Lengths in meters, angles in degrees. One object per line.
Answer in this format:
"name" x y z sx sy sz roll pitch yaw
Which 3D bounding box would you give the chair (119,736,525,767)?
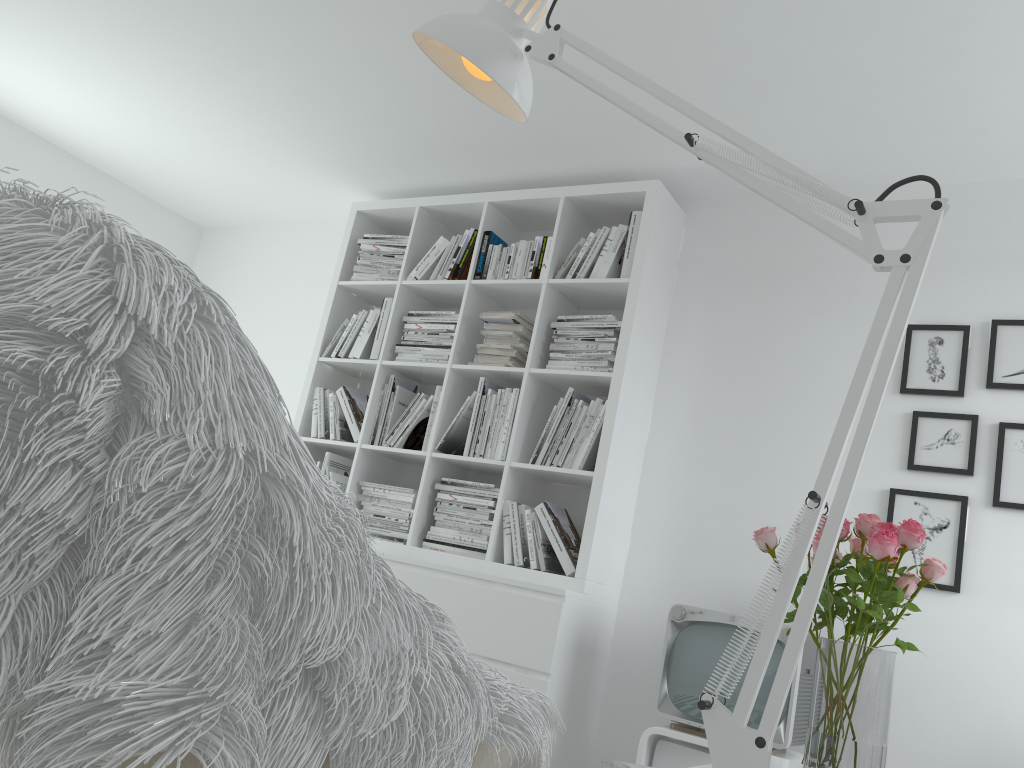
"chair" -0.382 0.437 0.815 0.719 0.941 0.776 10 -13 8

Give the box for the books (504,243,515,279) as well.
"books" 0.016 -0.494 3.758 0.018 0.171 0.109 4 -15 32

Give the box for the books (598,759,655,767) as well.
"books" 0.301 0.653 1.406 0.231 0.040 0.342 15 -13 -14

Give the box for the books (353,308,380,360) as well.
"books" -0.608 -0.202 4.050 0.105 0.242 0.174 4 -15 32

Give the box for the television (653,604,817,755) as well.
"television" 0.702 0.919 2.772 0.414 0.374 0.273 4 -15 32

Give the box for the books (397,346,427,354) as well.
"books" -0.335 -0.117 3.906 0.296 0.028 0.180 5 -14 28

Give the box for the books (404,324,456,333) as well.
"books" -0.318 -0.224 3.929 0.273 0.021 0.174 4 -15 32

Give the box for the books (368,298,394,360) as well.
"books" -0.542 -0.223 4.007 0.053 0.290 0.176 4 -15 32

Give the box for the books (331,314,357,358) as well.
"books" -0.731 -0.197 4.127 0.101 0.218 0.161 4 -15 32

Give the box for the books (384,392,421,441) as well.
"books" -0.431 0.163 3.853 0.138 0.226 0.161 4 -15 32

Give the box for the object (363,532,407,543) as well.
"object" -0.520 0.650 3.730 0.285 0.012 0.159 4 -15 32

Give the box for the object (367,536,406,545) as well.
"object" -0.508 0.664 3.722 0.254 0.012 0.161 4 -15 32

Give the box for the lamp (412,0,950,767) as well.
"lamp" 0.020 0.258 0.656 0.527 1.373 0.196 2 -16 37

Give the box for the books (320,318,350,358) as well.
"books" -0.778 -0.184 4.145 0.127 0.210 0.161 4 -15 32

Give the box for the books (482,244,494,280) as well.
"books" -0.079 -0.500 3.807 0.017 0.167 0.107 4 -15 32

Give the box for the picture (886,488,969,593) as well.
"picture" 1.330 0.500 2.861 0.232 0.306 0.019 4 -15 32

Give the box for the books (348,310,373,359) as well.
"books" -0.638 -0.201 4.076 0.093 0.239 0.172 4 -15 32

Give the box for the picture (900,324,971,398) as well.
"picture" 1.435 -0.082 3.008 0.196 0.248 0.018 4 -15 32

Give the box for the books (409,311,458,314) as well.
"books" -0.313 -0.290 3.948 0.254 0.012 0.161 4 -15 32

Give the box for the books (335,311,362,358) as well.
"books" -0.707 -0.203 4.109 0.104 0.232 0.152 4 -15 32

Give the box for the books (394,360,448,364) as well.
"books" -0.350 -0.065 3.882 0.288 0.016 0.182 4 -15 32

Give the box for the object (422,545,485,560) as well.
"object" -0.170 0.692 3.547 0.314 0.014 0.232 4 -15 32

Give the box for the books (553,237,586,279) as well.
"books" 0.264 -0.474 3.643 0.127 0.210 0.161 4 -15 32

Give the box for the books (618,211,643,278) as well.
"books" 0.500 -0.512 3.506 0.053 0.290 0.176 4 -15 32

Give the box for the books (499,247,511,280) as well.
"books" -0.004 -0.487 3.761 0.019 0.153 0.110 4 -15 32

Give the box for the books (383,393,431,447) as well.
"books" -0.423 0.177 3.853 0.153 0.253 0.159 4 -15 32

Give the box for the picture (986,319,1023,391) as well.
"picture" 1.691 -0.092 2.854 0.275 0.236 0.021 4 -15 32

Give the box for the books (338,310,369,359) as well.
"books" -0.680 -0.204 4.091 0.112 0.235 0.172 4 -15 32

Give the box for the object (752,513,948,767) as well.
"object" 0.727 0.576 1.948 0.350 0.599 0.327 21 -16 -36

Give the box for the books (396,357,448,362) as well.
"books" -0.344 -0.076 3.901 0.288 0.016 0.182 5 -14 28

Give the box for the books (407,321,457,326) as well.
"books" -0.320 -0.240 3.942 0.254 0.013 0.161 5 -14 28

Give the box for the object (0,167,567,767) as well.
"object" -0.357 0.338 0.844 0.784 0.789 0.954 9 -13 14

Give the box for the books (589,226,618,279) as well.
"books" 0.405 -0.490 3.575 0.093 0.239 0.172 4 -15 32

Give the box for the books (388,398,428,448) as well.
"books" -0.406 0.193 3.840 0.146 0.236 0.167 4 -15 32

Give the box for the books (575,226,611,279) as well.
"books" 0.362 -0.493 3.589 0.112 0.235 0.172 4 -15 32

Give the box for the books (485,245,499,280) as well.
"books" -0.059 -0.496 3.793 0.032 0.162 0.106 4 -15 32

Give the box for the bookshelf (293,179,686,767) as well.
"bookshelf" -0.303 0.341 3.660 1.595 2.416 0.440 4 -15 32

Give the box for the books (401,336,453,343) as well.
"books" -0.336 -0.170 3.929 0.263 0.017 0.167 5 -14 28

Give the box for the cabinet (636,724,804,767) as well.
"cabinet" 0.630 1.335 2.709 0.467 0.477 0.350 5 -14 27

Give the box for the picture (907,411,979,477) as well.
"picture" 1.418 0.194 2.919 0.196 0.202 0.018 4 -15 32

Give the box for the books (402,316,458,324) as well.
"books" -0.306 -0.257 3.939 0.331 0.025 0.176 4 -15 32

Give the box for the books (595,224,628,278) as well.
"books" 0.435 -0.491 3.549 0.105 0.242 0.174 4 -15 32

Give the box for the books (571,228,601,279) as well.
"books" 0.336 -0.493 3.608 0.104 0.232 0.152 4 -15 32

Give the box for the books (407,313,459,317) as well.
"books" -0.304 -0.278 3.934 0.285 0.012 0.159 4 -15 32

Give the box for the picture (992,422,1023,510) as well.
"picture" 1.636 0.261 2.762 0.225 0.274 0.018 4 -15 32

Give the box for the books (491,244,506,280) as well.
"books" -0.033 -0.495 3.784 0.020 0.167 0.120 4 -15 32

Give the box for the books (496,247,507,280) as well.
"books" -0.019 -0.488 3.772 0.018 0.153 0.110 4 -15 32

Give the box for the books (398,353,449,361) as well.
"books" -0.343 -0.095 3.902 0.273 0.021 0.174 4 -15 32

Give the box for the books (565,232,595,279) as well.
"books" 0.312 -0.486 3.626 0.101 0.218 0.161 4 -15 32

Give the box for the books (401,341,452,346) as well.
"books" -0.325 -0.149 3.931 0.288 0.016 0.182 4 -15 32
